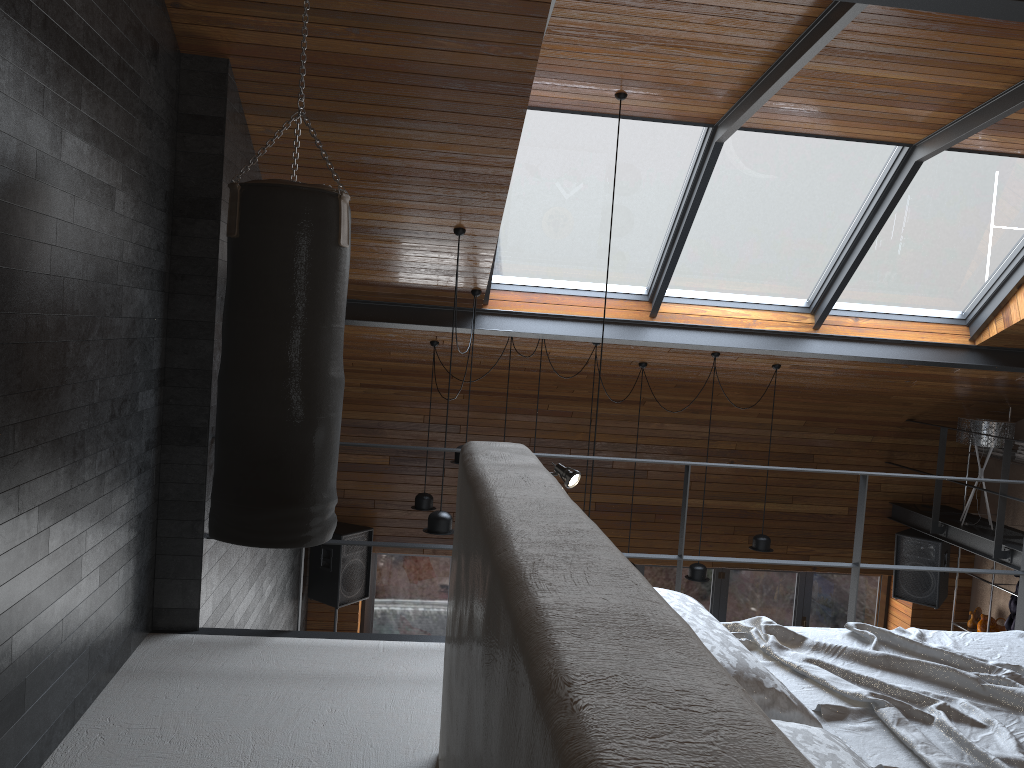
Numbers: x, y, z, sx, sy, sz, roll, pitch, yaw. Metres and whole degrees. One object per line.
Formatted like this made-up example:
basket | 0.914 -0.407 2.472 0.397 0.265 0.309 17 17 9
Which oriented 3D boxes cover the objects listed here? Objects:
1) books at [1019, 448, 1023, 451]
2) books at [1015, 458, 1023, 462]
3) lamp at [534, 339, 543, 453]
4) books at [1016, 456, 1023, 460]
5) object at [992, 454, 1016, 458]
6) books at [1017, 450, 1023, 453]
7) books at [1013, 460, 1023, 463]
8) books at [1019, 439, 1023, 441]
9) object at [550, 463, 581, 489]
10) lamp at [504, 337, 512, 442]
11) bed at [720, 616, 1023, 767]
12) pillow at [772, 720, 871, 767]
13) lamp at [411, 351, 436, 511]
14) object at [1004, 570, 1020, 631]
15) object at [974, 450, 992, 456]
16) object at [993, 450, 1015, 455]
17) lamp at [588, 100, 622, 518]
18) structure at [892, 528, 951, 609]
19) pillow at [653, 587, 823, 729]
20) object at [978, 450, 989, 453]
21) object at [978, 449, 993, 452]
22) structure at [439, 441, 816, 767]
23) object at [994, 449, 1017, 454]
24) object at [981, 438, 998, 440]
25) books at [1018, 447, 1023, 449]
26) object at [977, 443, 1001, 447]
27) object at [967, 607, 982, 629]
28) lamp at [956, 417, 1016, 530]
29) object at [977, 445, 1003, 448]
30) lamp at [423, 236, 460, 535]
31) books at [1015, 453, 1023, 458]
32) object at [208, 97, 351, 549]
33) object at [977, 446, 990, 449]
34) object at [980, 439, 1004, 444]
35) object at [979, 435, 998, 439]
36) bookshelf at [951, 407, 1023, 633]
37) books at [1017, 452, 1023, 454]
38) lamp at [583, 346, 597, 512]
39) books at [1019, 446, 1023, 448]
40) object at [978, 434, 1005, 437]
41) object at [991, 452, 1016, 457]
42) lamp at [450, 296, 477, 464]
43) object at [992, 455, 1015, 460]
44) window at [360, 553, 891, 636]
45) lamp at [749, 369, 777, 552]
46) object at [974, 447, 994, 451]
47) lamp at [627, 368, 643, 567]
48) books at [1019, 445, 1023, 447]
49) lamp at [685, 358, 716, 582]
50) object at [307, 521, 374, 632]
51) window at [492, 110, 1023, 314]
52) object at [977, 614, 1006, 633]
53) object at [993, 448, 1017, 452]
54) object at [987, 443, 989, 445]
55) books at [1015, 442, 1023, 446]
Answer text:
books | 4.973 0.635 8.433 0.213 0.017 0.167 3 3 -11
books | 4.953 0.733 8.435 0.234 0.016 0.182 3 3 -11
lamp | 0.162 0.676 6.872 0.210 2.273 0.210 6 4 31
books | 4.956 0.714 8.439 0.221 0.021 0.174 4 3 -6
object | 4.905 0.716 8.769 0.226 0.012 0.159 4 3 -6
books | 4.965 0.652 8.419 0.234 0.016 0.182 3 3 -16
books | 4.945 0.747 8.451 0.234 0.016 0.182 4 3 -6
books | 4.976 0.546 8.436 0.206 0.012 0.161 4 3 -6
object | 0.135 0.312 2.874 0.165 0.106 0.085 5 3 22
lamp | -0.071 0.580 7.004 0.210 2.036 0.210 6 4 31
bed | 1.137 1.004 1.952 2.011 0.484 1.826 4 3 -6
pillow | 0.479 0.723 1.392 0.502 0.176 0.837 4 3 -6
lamp | -0.688 0.353 7.351 0.210 1.369 0.210 6 4 31
object | 4.852 2.092 8.535 0.244 0.879 0.244 5 3 22
object | 4.864 0.705 9.021 0.234 0.025 0.176 4 3 -6
object | 4.894 0.678 8.756 0.201 0.013 0.161 4 3 -6
lamp | 0.518 -0.060 5.228 0.210 3.208 0.210 5 3 16
structure | 4.210 1.861 9.052 0.462 0.735 0.488 7 4 44
pillow | 0.388 0.670 2.281 0.509 0.173 0.842 4 3 -6
object | 4.879 0.688 9.022 0.216 0.013 0.161 4 3 -6
object | 4.878 0.675 9.030 0.218 0.013 0.161 4 3 -6
structure | 2.183 0.964 2.055 4.614 1.120 2.634 4 3 -6
object | 4.913 0.667 8.742 0.228 0.016 0.182 4 3 -6
object | 4.879 0.556 9.015 0.233 0.021 0.174 4 3 -6
books | 4.967 0.619 8.440 0.206 0.012 0.161 3 3 -16
object | 4.869 0.619 9.001 0.246 0.016 0.182 4 3 -6
object | 4.752 2.393 9.078 0.233 0.209 0.107 3 3 -19
lamp | 4.414 0.836 8.340 0.475 1.002 0.475 5 3 18
object | 4.879 0.636 9.017 0.224 0.017 0.167 4 3 -6
lamp | -0.390 0.001 5.513 0.210 1.854 0.210 6 4 31
books | 4.954 0.689 8.436 0.240 0.028 0.180 3 3 -16
object | -0.818 -0.229 3.224 0.445 1.603 0.442 5 3 22
object | 4.881 0.650 9.026 0.216 0.012 0.161 4 3 -6
object | 4.868 0.580 8.999 0.252 0.028 0.180 4 3 -6
object | 4.873 0.537 9.014 0.246 0.016 0.182 4 3 -6
bookshelf | 5.434 1.282 3.852 0.421 6.219 10.740 4 3 -6
books | 4.964 0.668 8.421 0.234 0.016 0.182 4 3 -1
lamp | 0.614 0.691 7.246 0.210 2.034 0.210 6 4 31
books | 4.978 0.608 8.443 0.208 0.013 0.161 4 3 -1
object | 4.873 0.521 9.023 0.246 0.016 0.182 4 3 -6
object | 4.905 0.697 8.758 0.262 0.025 0.176 4 3 -6
lamp | -0.297 -0.033 6.354 0.210 1.206 0.210 6 4 31
object | 4.889 0.728 8.764 0.201 0.012 0.161 4 3 -6
window | 1.308 2.547 9.643 5.936 1.522 0.101 4 3 -6
lamp | 2.216 0.654 7.653 0.210 1.565 0.210 6 4 31
object | 4.866 0.662 9.019 0.243 0.012 0.159 4 3 -6
lamp | 1.073 0.682 7.707 0.210 2.002 0.210 6 4 31
books | 4.974 0.597 8.432 0.206 0.013 0.161 3 3 -11
lamp | 1.631 0.691 7.436 0.210 1.911 0.210 6 4 31
object | -1.710 2.503 8.347 0.686 2.298 0.639 6 4 32
window | 1.834 -1.162 6.309 3.818 1.031 1.213 4 3 -6
object | 4.781 2.408 8.829 0.278 0.222 0.138 4 3 4
object | 4.889 0.649 8.762 0.203 0.013 0.161 4 3 -6
object | 4.870 0.603 9.000 0.246 0.016 0.182 4 3 -6
books | 4.962 0.578 8.430 0.268 0.025 0.176 4 3 -6
